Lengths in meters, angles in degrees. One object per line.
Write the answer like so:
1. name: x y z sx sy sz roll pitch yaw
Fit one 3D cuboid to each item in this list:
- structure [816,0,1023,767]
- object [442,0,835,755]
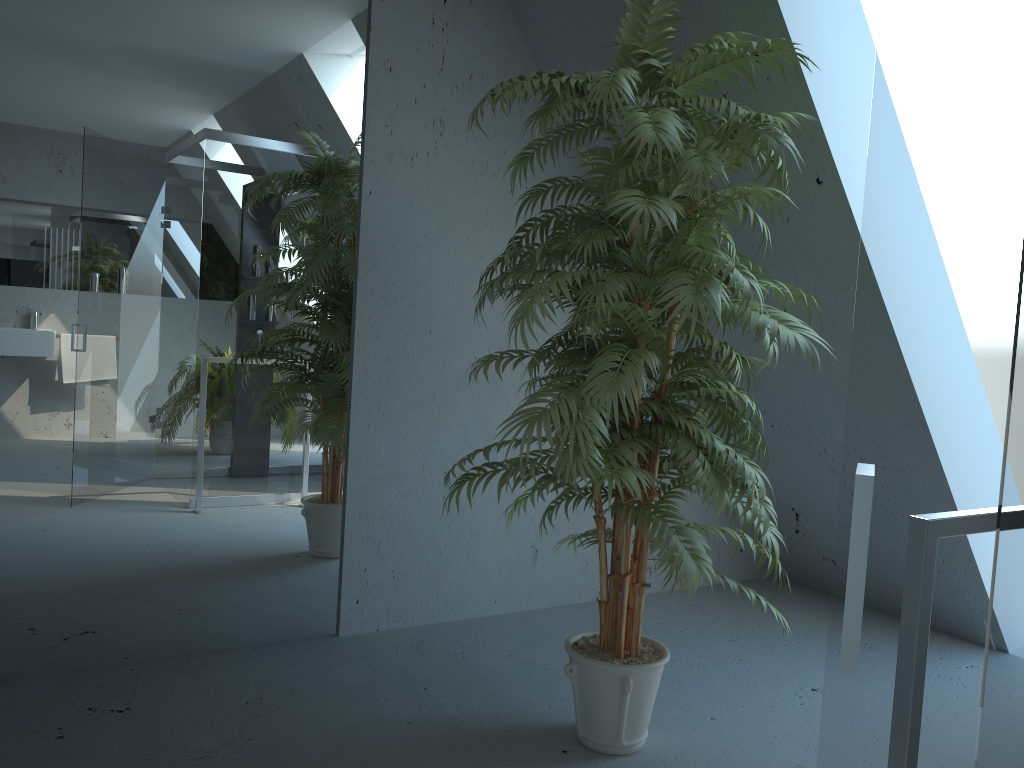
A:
1. structure: 1.144 0.047 0.981 1.835 2.114 1.184 1 4 -33
2. object: 0.344 -0.042 2.370 0.980 2.034 1.020 4 3 16
